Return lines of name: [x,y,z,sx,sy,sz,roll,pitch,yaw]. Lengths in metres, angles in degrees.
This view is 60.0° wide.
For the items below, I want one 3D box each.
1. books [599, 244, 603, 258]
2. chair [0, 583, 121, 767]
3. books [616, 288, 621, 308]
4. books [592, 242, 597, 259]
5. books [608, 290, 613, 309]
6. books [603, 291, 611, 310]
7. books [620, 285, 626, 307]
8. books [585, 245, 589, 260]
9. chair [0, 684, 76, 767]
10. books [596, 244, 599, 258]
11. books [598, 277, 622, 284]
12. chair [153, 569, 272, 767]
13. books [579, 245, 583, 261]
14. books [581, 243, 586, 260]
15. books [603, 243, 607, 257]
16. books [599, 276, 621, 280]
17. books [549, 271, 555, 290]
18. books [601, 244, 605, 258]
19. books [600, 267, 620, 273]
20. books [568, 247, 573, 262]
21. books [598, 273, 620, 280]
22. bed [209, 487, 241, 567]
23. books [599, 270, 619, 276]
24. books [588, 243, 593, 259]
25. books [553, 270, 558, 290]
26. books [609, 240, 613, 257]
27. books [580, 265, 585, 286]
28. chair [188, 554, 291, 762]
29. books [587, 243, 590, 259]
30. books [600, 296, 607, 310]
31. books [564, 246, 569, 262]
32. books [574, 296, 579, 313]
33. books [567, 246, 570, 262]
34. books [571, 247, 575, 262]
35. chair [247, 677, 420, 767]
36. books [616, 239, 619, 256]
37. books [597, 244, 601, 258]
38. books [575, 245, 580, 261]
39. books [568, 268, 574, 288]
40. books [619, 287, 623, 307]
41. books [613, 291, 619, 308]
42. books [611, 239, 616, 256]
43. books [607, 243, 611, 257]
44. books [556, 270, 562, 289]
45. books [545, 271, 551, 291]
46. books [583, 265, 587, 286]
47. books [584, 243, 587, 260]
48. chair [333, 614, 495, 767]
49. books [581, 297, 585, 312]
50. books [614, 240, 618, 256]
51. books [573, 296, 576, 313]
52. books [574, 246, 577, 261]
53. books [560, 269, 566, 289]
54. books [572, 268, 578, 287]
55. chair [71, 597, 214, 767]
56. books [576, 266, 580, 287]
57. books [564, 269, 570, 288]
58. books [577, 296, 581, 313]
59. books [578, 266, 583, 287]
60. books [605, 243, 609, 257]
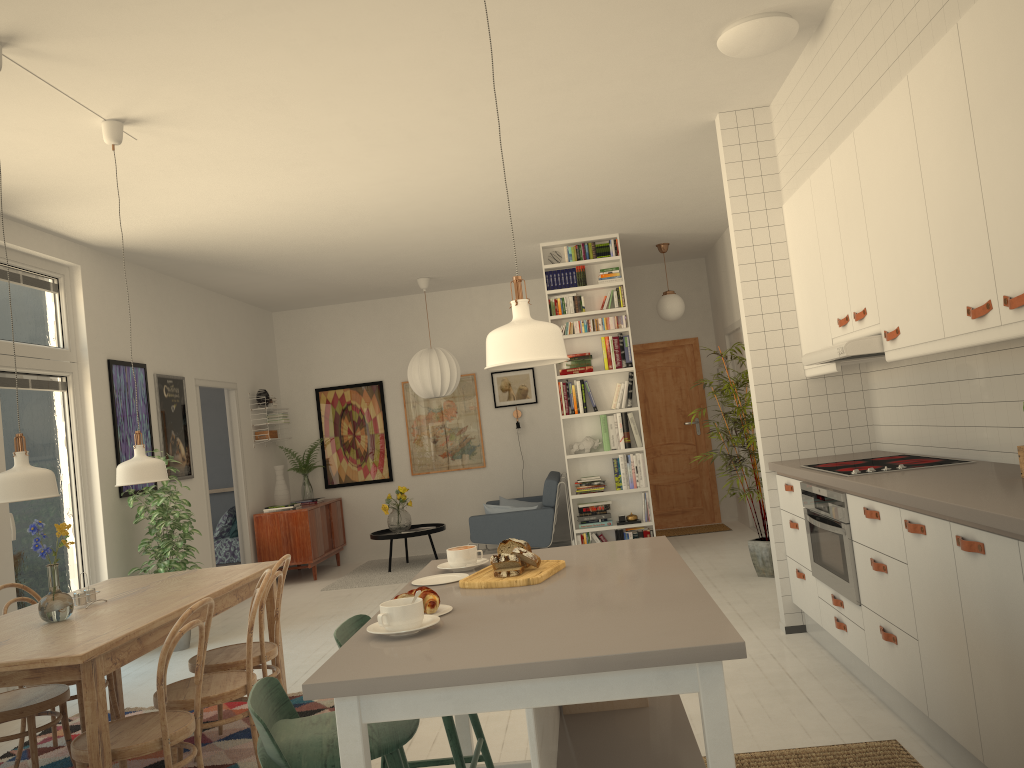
books: [0.806,-1.191,8.031,0.017,0.130,0.150,-7,-3,4]
chair: [-2.097,1.310,4.108,0.483,0.811,0.385,-7,-3,6]
books: [0.964,-0.769,8.042,0.022,0.187,0.186,-7,-3,4]
books: [0.747,-1.194,8.064,0.032,0.152,0.200,-7,-3,4]
books: [0.892,-0.752,8.034,0.065,0.168,0.228,-7,-3,4]
books: [0.861,-0.745,8.049,0.092,0.165,0.222,-7,-3,4]
books: [0.999,-0.780,8.025,0.022,0.199,0.212,-7,-3,4]
books: [0.683,-1.179,8.065,0.019,0.137,0.201,-7,-3,4]
chair: [-2.060,1.281,3.603,0.483,0.811,0.385,-7,-3,1]
books: [0.772,-1.187,8.033,0.017,0.130,0.150,-7,-3,4]
books: [0.887,-0.917,8.046,0.214,0.038,0.222,-7,-3,4]
chair: [-1.151,1.169,3.479,0.483,0.811,0.385,-6,-3,-14]
books: [0.627,-1.177,8.077,0.024,0.148,0.188,-7,-3,4]
books: [0.650,-1.184,8.083,0.024,0.156,0.227,-7,-3,4]
books: [0.841,-1.195,8.028,0.017,0.130,0.150,-7,-3,4]
books: [0.885,-0.946,8.046,0.200,0.018,0.208,-7,-3,4]
books: [0.364,-0.927,8.085,0.034,0.179,0.188,-7,-3,4]
books: [0.824,-1.193,8.030,0.017,0.130,0.150,-7,-3,4]
books: [0.889,-1.020,8.042,0.169,0.032,0.188,-7,-3,9]
books: [0.533,-1.162,8.057,0.023,0.137,0.161,-7,-3,4]
books: [0.870,-0.968,8.047,0.173,0.030,0.199,-6,-3,-6]
bed: [-3.478,1.672,9.554,1.656,0.974,0.933,-7,-3,4]
books: [0.882,-0.995,8.025,0.179,0.016,0.208,-7,-3,9]
books: [0.717,-1.190,8.081,0.032,0.154,0.212,-7,-3,4]
books: [0.399,-0.931,8.082,0.034,0.179,0.188,-7,-3,4]
books: [0.895,-1.212,8.025,0.019,0.157,0.150,-7,-3,4]
books: [0.642,-0.966,8.065,0.020,0.191,0.205,-7,-3,4]
chair: [-1.205,1.201,3.986,0.483,0.811,0.385,-7,-3,1]
books: [0.696,-1.187,8.071,0.009,0.151,0.208,-7,-3,4]
books: [0.830,-0.723,8.062,0.073,0.129,0.200,-7,-3,4]
books: [0.495,-1.163,8.068,0.026,0.149,0.155,-7,-3,4]
books: [0.586,-0.706,8.060,0.024,0.155,0.206,-7,-3,4]
books: [0.516,-1.163,8.084,0.013,0.146,0.208,-7,-3,4]
books: [0.560,-1.160,8.098,0.025,0.131,0.253,-7,-3,4]
chair: [-0.353,1.050,2.025,0.446,0.752,0.485,-6,-3,-11]
books: [0.957,-1.218,8.077,0.014,0.154,0.259,-7,-3,4]
books: [0.789,-1.189,8.032,0.017,0.130,0.150,-7,-3,4]
books: [0.600,-1.173,8.062,0.028,0.147,0.192,-7,-3,4]
books: [0.538,-0.948,8.073,0.034,0.179,0.188,-7,-3,4]
books: [0.982,-0.772,8.028,0.014,0.188,0.218,-7,-3,4]
books: [0.937,-0.749,8.026,0.030,0.154,0.199,-7,-3,4]
books: [0.918,-1.215,8.061,0.020,0.156,0.229,-7,-3,4]
books: [0.876,-1.199,8.026,0.017,0.130,0.150,-7,-3,4]
books: [0.433,-0.936,8.080,0.034,0.179,0.188,-7,-3,4]
books: [0.329,-0.923,8.087,0.034,0.179,0.188,-7,-3,4]
books: [0.663,-0.968,8.075,0.020,0.191,0.205,-7,-3,4]
books: [0.667,-1.186,8.077,0.012,0.158,0.220,-7,-3,4]
chair: [-0.272,1.071,2.638,0.446,0.752,0.485,-7,-3,4]
books: [0.647,-0.708,8.041,0.020,0.145,0.189,-7,-3,4]
books: [0.939,-1.215,8.056,0.021,0.151,0.228,-7,-3,4]
books: [0.566,-0.707,8.042,0.013,0.159,0.176,-7,-3,4]
books: [0.579,-1.168,8.083,0.018,0.141,0.206,-7,-3,4]
books: [0.468,-0.940,8.077,0.034,0.179,0.188,-7,-3,4]
books: [0.572,-0.952,8.070,0.034,0.179,0.188,-7,-3,4]
chair: [-1.221,1.153,2.974,0.483,0.811,0.385,-7,-3,6]
books: [0.602,-0.961,8.079,0.020,0.191,0.205,-7,-3,4]
books: [0.503,-0.944,8.075,0.034,0.179,0.188,-7,-3,4]
books: [0.607,-0.709,8.025,0.023,0.153,0.176,-7,-3,4]
books: [0.622,-0.963,8.075,0.020,0.191,0.205,-7,-3,4]
books: [0.859,-1.197,8.027,0.017,0.130,0.150,-7,-3,4]
